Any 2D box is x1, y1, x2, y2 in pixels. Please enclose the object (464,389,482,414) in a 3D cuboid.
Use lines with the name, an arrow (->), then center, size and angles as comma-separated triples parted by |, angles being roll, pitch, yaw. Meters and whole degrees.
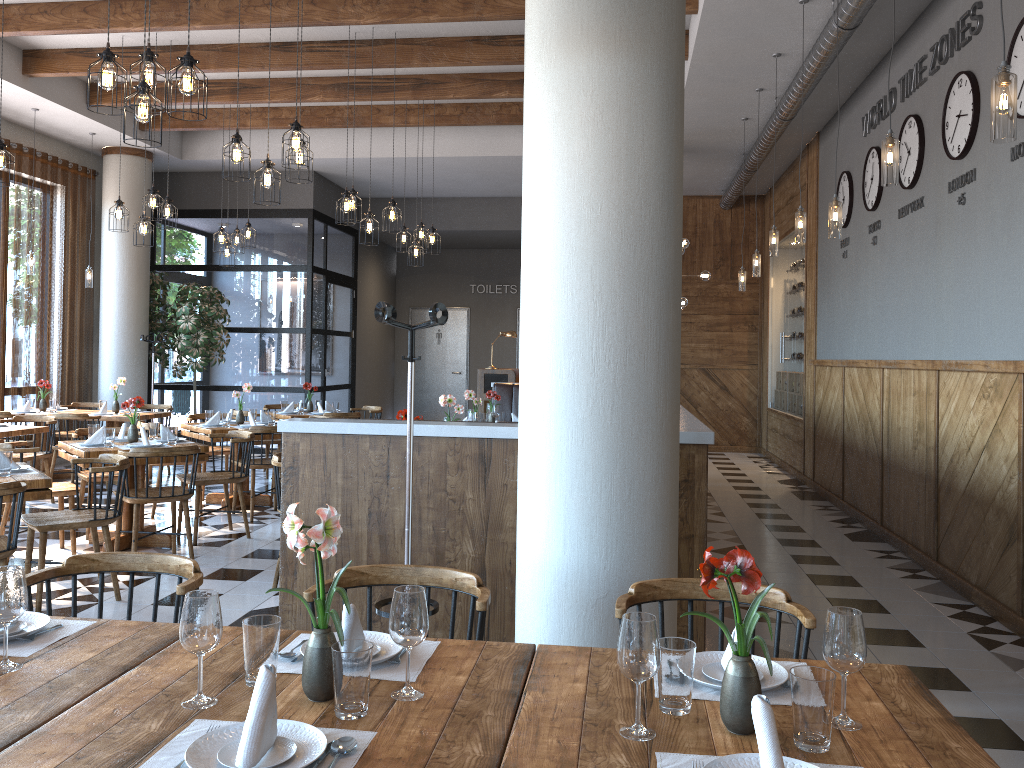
object -> -0.344, 0.247, 7.743 | 0.146, 0.400, 0.206 | 1, 0, 15

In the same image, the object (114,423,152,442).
object -> -2.986, 0.364, 6.805 | 0.352, 0.137, 0.272 | 0, 2, -38

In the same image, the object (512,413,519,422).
object -> 0.070, 0.354, 8.778 | 0.272, 0.137, 0.352 | 1, 1, 7

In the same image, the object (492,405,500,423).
object -> -0.157, 0.315, 8.631 | 0.081, 0.215, 0.081 | 1, 0, 38

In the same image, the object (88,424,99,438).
object -> -3.134, 0.370, 6.634 | 0.080, 0.132, 0.080 | 1, 0, 12

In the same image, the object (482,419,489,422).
object -> -0.247, 0.380, 7.848 | 0.080, 0.132, 0.080 | 1, 0, 7

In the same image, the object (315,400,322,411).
object -> -2.318, 0.261, 10.613 | 0.080, 0.132, 0.080 | 1, 0, 32

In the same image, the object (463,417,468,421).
object -> -0.450, 0.343, 8.853 | 0.272, 0.137, 0.352 | 1, 1, 7

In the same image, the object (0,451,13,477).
object -> -2.744, 0.433, 4.791 | 0.080, 0.132, 0.080 | 1, 0, -28

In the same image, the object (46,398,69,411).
object -> -5.177, 0.228, 10.077 | 0.352, 0.137, 0.272 | 1, 1, 7

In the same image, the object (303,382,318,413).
object -> -2.364, 0.157, 10.345 | 0.156, 0.355, 0.171 | 1, 0, -36

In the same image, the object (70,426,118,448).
object -> -3.027, 0.375, 6.430 | 0.272, 0.137, 0.352 | 0, 2, -38

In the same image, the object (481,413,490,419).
object -> -0.262, 0.352, 8.726 | 0.080, 0.132, 0.080 | 1, 0, -8

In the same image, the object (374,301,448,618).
object -> -0.408, 0.511, 3.498 | 0.374, 1.659, 0.374 | 1, -1, -15

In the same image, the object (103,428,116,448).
object -> -2.859, 0.385, 6.289 | 0.080, 0.132, 0.080 | 1, 0, 22

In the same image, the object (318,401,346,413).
object -> -2.142, 0.265, 10.478 | 0.272, 0.137, 0.352 | 0, 2, -38

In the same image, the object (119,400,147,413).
object -> -4.296, 0.246, 9.965 | 0.352, 0.137, 0.272 | 1, 1, 7

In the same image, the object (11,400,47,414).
object -> -5.239, 0.243, 9.548 | 0.352, 0.137, 0.272 | 1, 1, 7

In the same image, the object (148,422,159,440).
object -> -2.792, 0.367, 6.902 | 0.080, 0.132, 0.080 | 1, 0, 12

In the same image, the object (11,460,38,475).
object -> -3.032, 0.420, 4.975 | 0.582, 0.137, 0.577 | 0, 2, -38

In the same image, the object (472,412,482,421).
object -> -0.297, 0.347, 7.536 | 0.081, 0.215, 0.081 | 1, 0, 38

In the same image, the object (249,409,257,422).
object -> -2.556, 0.314, 8.746 | 0.080, 0.132, 0.080 | 1, 0, 22

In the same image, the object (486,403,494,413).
object -> -0.221, 0.303, 9.001 | 0.081, 0.215, 0.081 | 1, 0, -1

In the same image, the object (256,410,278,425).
object -> -2.377, 0.319, 8.609 | 0.272, 0.137, 0.352 | 0, 2, -38

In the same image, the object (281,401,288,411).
object -> -2.661, 0.263, 10.346 | 0.080, 0.132, 0.080 | 1, 0, -18

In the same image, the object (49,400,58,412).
object -> -5.028, 0.244, 9.714 | 0.080, 0.132, 0.080 | 1, 0, 22

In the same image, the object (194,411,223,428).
object -> -2.794, 0.322, 8.278 | 0.272, 0.137, 0.352 | 0, 2, -38

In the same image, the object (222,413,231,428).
object -> -2.623, 0.332, 8.133 | 0.080, 0.132, 0.080 | 1, 0, 22

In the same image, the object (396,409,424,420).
object -> -0.645, 0.332, 5.545 | 0.171, 0.355, 0.156 | 1, 0, 10

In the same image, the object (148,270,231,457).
object -> -4.657, -0.292, 12.146 | 1.634, 2.593, 1.379 | 1, 0, -9

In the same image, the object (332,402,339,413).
object -> -2.045, 0.275, 10.280 | 0.080, 0.132, 0.080 | 1, 0, 32

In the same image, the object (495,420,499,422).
object -> -0.069, 0.385, 7.688 | 0.272, 0.137, 0.352 | 1, 1, 7

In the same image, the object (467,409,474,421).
object -> -0.360, 0.334, 7.906 | 0.081, 0.215, 0.081 | 1, 0, -1

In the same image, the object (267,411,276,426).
object -> -2.283, 0.329, 8.412 | 0.080, 0.132, 0.080 | 1, 0, 22

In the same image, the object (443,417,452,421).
object -> -0.496, 0.365, 6.842 | 0.081, 0.215, 0.081 | 1, 0, -29

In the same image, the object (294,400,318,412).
object -> -2.518, 0.258, 10.523 | 0.352, 0.137, 0.272 | 0, 2, -38

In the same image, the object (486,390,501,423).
object -> -0.187, 0.239, 8.831 | 0.156, 0.355, 0.171 | 1, 0, 1

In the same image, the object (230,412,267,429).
object -> -2.418, 0.330, 8.233 | 0.352, 0.137, 0.272 | 0, 2, -38

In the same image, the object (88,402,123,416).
object -> -4.357, 0.261, 9.435 | 0.352, 0.137, 0.272 | 1, 1, 7

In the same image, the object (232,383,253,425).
object -> -2.565, 0.190, 8.432 | 0.146, 0.400, 0.206 | 1, 0, 19

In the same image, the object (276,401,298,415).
object -> -2.559, 0.269, 10.147 | 0.272, 0.137, 0.352 | 0, 2, -38

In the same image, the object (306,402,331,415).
object -> -2.183, 0.276, 10.102 | 0.352, 0.137, 0.272 | 0, 2, -38

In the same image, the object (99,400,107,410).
object -> -4.537, 0.248, 9.832 | 0.080, 0.132, 0.080 | 1, 0, -8

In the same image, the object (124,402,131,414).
object -> -4.167, 0.262, 9.604 | 0.080, 0.132, 0.080 | 1, 0, -8

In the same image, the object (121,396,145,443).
object -> -2.808, 0.266, 6.560 | 0.156, 0.355, 0.171 | 1, 0, -28

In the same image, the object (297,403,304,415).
object -> -2.385, 0.278, 10.001 | 0.080, 0.132, 0.080 | 1, 0, 22

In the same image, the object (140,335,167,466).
object -> -4.604, 0.201, 11.348 | 0.374, 1.659, 0.374 | 1, -1, 30

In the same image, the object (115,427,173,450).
object -> -2.651, 0.383, 6.385 | 0.352, 0.137, 0.272 | 0, 2, -38

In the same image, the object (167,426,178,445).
object -> -2.518, 0.382, 6.568 | 0.080, 0.132, 0.080 | 1, 0, 12

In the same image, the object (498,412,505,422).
object -> -0.107, 0.348, 8.943 | 0.080, 0.132, 0.080 | 1, 0, 7

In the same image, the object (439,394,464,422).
object -> -0.456, 0.279, 6.650 | 0.206, 0.400, 0.146 | 1, 0, 10

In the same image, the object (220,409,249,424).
object -> -2.753, 0.311, 8.654 | 0.352, 0.137, 0.272 | 0, 2, -38

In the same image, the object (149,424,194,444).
object -> -2.610, 0.372, 6.760 | 0.272, 0.137, 0.352 | 0, 2, -38

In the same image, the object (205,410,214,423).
object -> -2.899, 0.317, 8.478 | 0.080, 0.132, 0.080 | 1, 0, 22
